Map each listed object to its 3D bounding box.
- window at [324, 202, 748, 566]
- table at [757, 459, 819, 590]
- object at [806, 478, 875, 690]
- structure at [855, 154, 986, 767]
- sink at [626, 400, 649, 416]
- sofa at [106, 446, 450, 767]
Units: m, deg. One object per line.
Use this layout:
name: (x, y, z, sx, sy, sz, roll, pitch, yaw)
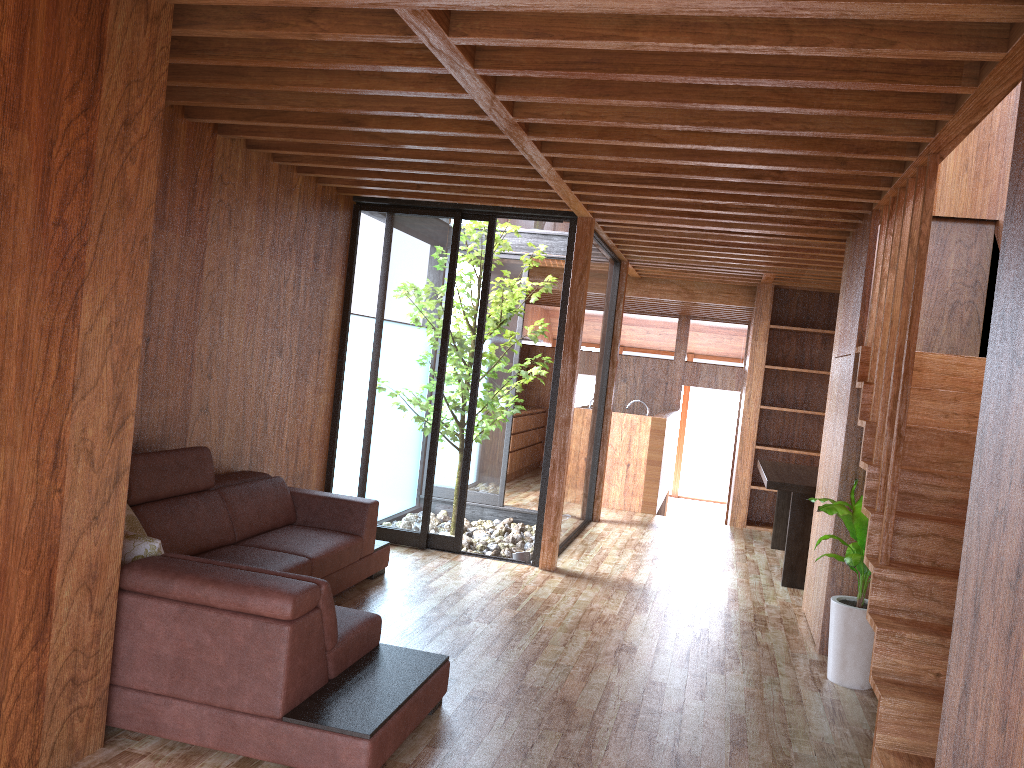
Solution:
window: (0.993, -0.889, 6.263, 4.089, 5.132, 14.014, 7, 2, 13)
table: (2.208, 1.041, 6.703, 0.697, 0.716, 1.677, 7, 2, 13)
object: (1.673, 0.899, 4.127, 0.673, 1.031, 0.633, 6, 2, 3)
structure: (1.819, 0.300, 3.254, 0.826, 2.299, 2.456, 7, 2, 13)
sink: (1.362, 0.357, 9.816, 0.556, 0.423, 2.466, 7, 2, 13)
sofa: (-0.921, 0.753, 4.012, 1.693, 0.760, 2.513, 7, 2, 13)
